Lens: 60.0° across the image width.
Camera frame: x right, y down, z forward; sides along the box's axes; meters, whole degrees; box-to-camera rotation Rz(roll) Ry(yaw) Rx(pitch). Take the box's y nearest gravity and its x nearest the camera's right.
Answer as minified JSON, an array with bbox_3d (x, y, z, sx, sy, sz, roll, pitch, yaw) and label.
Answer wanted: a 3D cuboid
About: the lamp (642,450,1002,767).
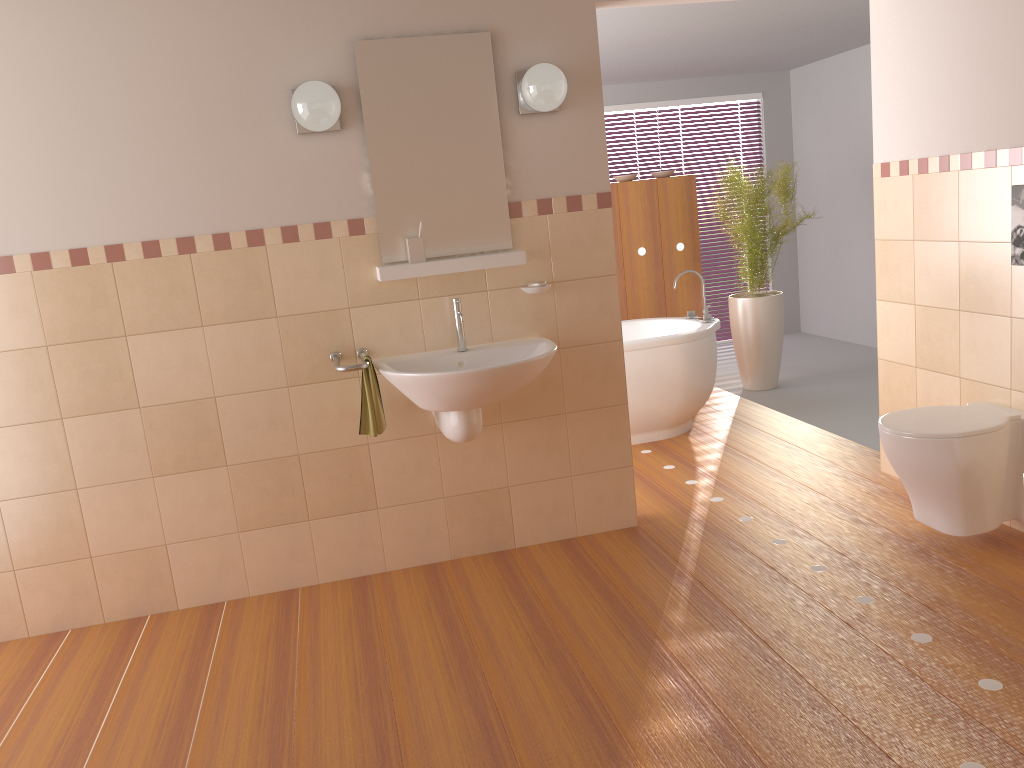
[{"bbox_3d":[-0.483,0.830,3.166,3.173,0.001,2.893,-8,11,-11],"label":"lamp"}]

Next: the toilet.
[{"bbox_3d":[1.604,0.312,3.217,0.534,0.400,0.375,-8,11,-11],"label":"toilet"}]

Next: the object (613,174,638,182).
[{"bbox_3d":[0.777,-1.402,6.062,0.173,0.046,0.173,-8,11,-11],"label":"object"}]

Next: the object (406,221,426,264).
[{"bbox_3d":[-0.359,-0.525,3.292,0.063,0.149,0.073,-8,11,-11],"label":"object"}]

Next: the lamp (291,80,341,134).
[{"bbox_3d":[-0.687,-0.973,3.113,0.173,0.173,0.209,-8,11,-11],"label":"lamp"}]

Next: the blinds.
[{"bbox_3d":[-0.056,-1.108,7.361,4.712,2.022,0.032,-8,11,-11],"label":"blinds"}]

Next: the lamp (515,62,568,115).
[{"bbox_3d":[0.115,-1.090,3.269,0.173,0.173,0.209,-8,11,-11],"label":"lamp"}]

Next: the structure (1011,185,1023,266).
[{"bbox_3d":[1.780,-0.544,3.044,0.005,0.279,0.170,-8,11,-11],"label":"structure"}]

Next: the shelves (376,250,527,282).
[{"bbox_3d":[-0.228,-0.447,3.342,0.554,0.050,0.138,-8,11,-11],"label":"shelves"}]

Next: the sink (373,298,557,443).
[{"bbox_3d":[-0.146,-0.041,3.225,0.683,0.516,0.539,-8,11,-11],"label":"sink"}]

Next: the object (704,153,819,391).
[{"bbox_3d":[1.707,-0.739,5.862,0.683,1.557,1.335,-2,12,21],"label":"object"}]

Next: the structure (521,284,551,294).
[{"bbox_3d":[0.099,-0.365,3.451,0.117,0.029,0.092,-8,11,-11],"label":"structure"}]

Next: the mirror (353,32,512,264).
[{"bbox_3d":[-0.285,-0.878,3.308,0.502,0.799,0.008,-8,11,-11],"label":"mirror"}]

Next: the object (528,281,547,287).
[{"bbox_3d":[0.098,-0.387,3.448,0.075,0.023,0.050,4,15,42],"label":"object"}]

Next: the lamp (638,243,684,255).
[{"bbox_3d":[0.613,-0.862,5.982,1.169,0.052,0.001,-8,11,-11],"label":"lamp"}]

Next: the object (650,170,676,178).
[{"bbox_3d":[1.041,-1.441,6.114,0.173,0.046,0.173,-8,11,-11],"label":"object"}]

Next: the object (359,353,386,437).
[{"bbox_3d":[-0.516,0.037,3.256,0.085,0.306,0.181,-5,11,5],"label":"object"}]

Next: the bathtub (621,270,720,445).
[{"bbox_3d":[0.346,-0.126,5.203,1.874,0.900,0.888,-8,11,-11],"label":"bathtub"}]

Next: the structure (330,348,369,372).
[{"bbox_3d":[-0.587,-0.081,3.225,0.142,0.042,0.333,-8,11,-11],"label":"structure"}]
